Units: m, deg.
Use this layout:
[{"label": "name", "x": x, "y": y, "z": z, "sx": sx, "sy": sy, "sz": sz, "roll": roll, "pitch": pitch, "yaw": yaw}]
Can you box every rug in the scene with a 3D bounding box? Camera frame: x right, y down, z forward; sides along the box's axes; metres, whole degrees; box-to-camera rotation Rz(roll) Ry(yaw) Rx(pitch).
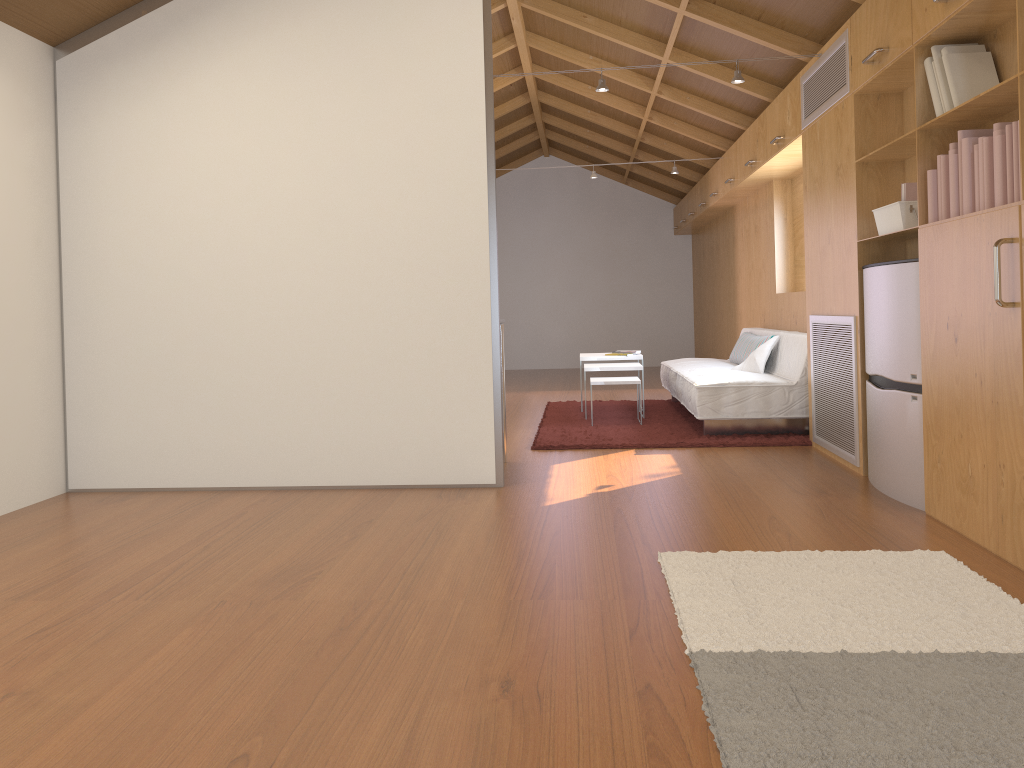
[{"label": "rug", "x": 0.799, "y": 0.718, "z": 1.052, "sx": 0.916, "sy": 0.011, "sz": 3.732, "roll": -1, "pitch": 5, "yaw": 5}, {"label": "rug", "x": 1.161, "y": 0.263, "z": 6.389, "sx": 1.884, "sy": 0.020, "sz": 2.487, "roll": -1, "pitch": 5, "yaw": 5}]

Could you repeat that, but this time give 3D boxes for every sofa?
[{"label": "sofa", "x": 1.615, "y": -0.068, "z": 6.461, "sx": 0.862, "sy": 0.627, "sz": 2.361, "roll": -1, "pitch": 4, "yaw": 5}]

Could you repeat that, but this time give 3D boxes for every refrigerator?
[{"label": "refrigerator", "x": 1.703, "y": -0.028, "z": 3.775, "sx": 0.261, "sy": 0.986, "sz": 0.715, "roll": -2, "pitch": 2, "yaw": 5}]

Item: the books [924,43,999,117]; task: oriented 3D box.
[{"label": "books", "x": 1.659, "y": -1.122, "z": 3.258, "sx": 0.175, "sy": 0.296, "sz": 0.280, "roll": -1, "pitch": 2, "yaw": 5}]

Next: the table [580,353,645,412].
[{"label": "table", "x": 0.793, "y": -0.018, "z": 7.084, "sx": 0.485, "sy": 0.438, "sz": 0.526, "roll": -1, "pitch": 3, "yaw": 5}]

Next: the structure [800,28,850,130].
[{"label": "structure", "x": 1.638, "y": -1.577, "z": 4.649, "sx": 0.013, "sy": 0.300, "sz": 0.905, "roll": -2, "pitch": 4, "yaw": 5}]

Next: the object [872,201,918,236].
[{"label": "object", "x": 1.700, "y": -0.705, "z": 3.782, "sx": 0.203, "sy": 0.122, "sz": 0.351, "roll": -1, "pitch": 4, "yaw": 5}]

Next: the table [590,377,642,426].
[{"label": "table", "x": 0.727, "y": 0.120, "z": 6.225, "sx": 0.341, "sy": 0.308, "sz": 0.370, "roll": -1, "pitch": 3, "yaw": 5}]

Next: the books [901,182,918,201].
[{"label": "books", "x": 1.692, "y": -0.736, "z": 3.658, "sx": 0.150, "sy": 0.192, "sz": 0.088, "roll": -1, "pitch": 1, "yaw": 5}]

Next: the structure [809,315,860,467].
[{"label": "structure", "x": 1.679, "y": 0.002, "z": 4.631, "sx": 0.013, "sy": 0.720, "sz": 0.821, "roll": -2, "pitch": 3, "yaw": 5}]

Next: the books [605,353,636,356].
[{"label": "books", "x": 0.850, "y": -0.229, "z": 6.925, "sx": 0.193, "sy": 0.016, "sz": 0.153, "roll": 2, "pitch": 6, "yaw": 34}]

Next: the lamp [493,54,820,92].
[{"label": "lamp", "x": -0.275, "y": -1.643, "z": 4.829, "sx": 3.827, "sy": 0.153, "sz": 0.073, "roll": -1, "pitch": 1, "yaw": 4}]

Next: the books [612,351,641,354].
[{"label": "books", "x": 0.906, "y": -0.252, "z": 6.990, "sx": 0.193, "sy": 0.016, "sz": 0.153, "roll": 1, "pitch": 5, "yaw": 24}]

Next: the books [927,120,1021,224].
[{"label": "books", "x": 1.544, "y": -0.806, "z": 1.809, "sx": 0.189, "sy": 0.656, "sz": 3.118, "roll": -2, "pitch": 5, "yaw": 5}]

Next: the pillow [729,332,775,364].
[{"label": "pillow", "x": 1.812, "y": -0.258, "z": 6.724, "sx": 0.171, "sy": 0.251, "sz": 1.044, "roll": -1, "pitch": 4, "yaw": 5}]

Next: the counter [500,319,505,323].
[{"label": "counter", "x": -1.113, "y": -0.296, "z": 4.597, "sx": 2.108, "sy": 0.021, "sz": 0.651, "roll": -1, "pitch": 5, "yaw": 4}]

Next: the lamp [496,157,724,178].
[{"label": "lamp", "x": -0.026, "y": -1.913, "z": 8.011, "sx": 3.827, "sy": 0.153, "sz": 0.073, "roll": -1, "pitch": 1, "yaw": 4}]

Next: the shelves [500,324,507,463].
[{"label": "shelves", "x": -1.102, "y": 0.098, "z": 4.598, "sx": 2.092, "sy": 0.752, "sz": 0.634, "roll": -1, "pitch": 2, "yaw": 5}]

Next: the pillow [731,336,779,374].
[{"label": "pillow", "x": 1.686, "y": -0.205, "z": 6.108, "sx": 0.267, "sy": 0.251, "sz": 0.346, "roll": -3, "pitch": 4, "yaw": -31}]

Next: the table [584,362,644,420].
[{"label": "table", "x": 0.758, "y": 0.048, "z": 6.624, "sx": 0.424, "sy": 0.383, "sz": 0.460, "roll": -1, "pitch": 3, "yaw": 5}]
